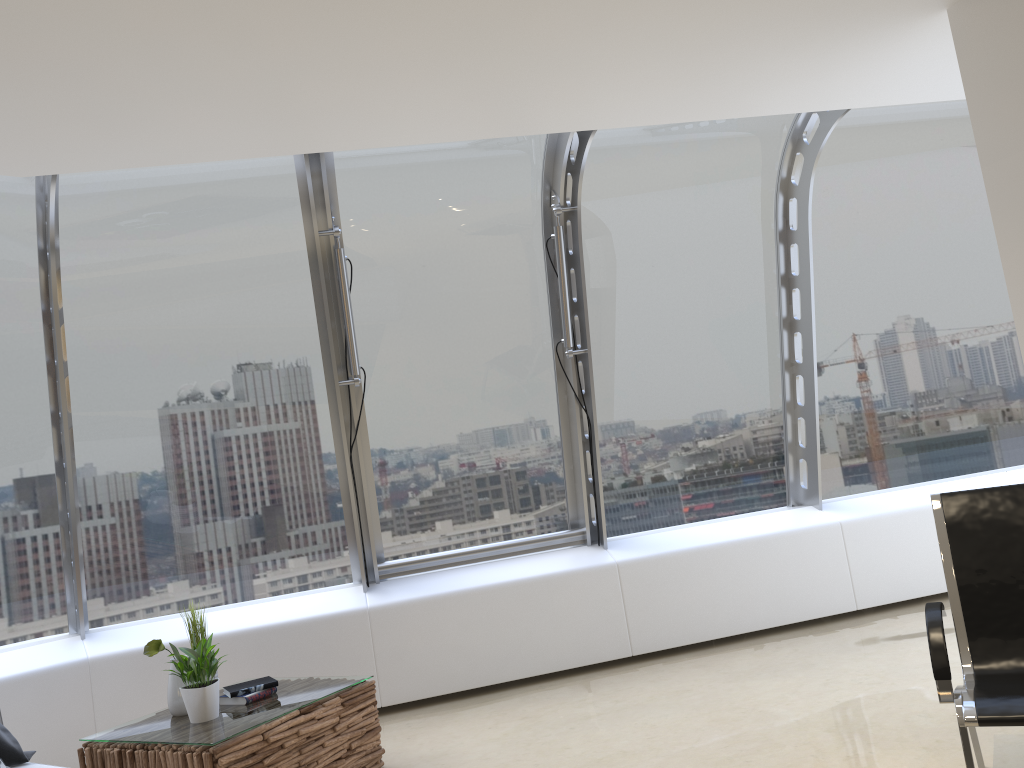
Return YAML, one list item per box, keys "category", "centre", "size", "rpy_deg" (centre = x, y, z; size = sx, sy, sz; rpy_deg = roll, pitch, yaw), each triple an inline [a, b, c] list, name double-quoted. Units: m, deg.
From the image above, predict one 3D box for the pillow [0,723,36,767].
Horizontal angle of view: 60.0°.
- category: "pillow"
  centre: [-2.417, 1.289, 3.289]
  size: [0.510, 0.597, 1.070]
  rpy_deg: [-13, -7, 36]

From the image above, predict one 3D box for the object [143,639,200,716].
- category: "object"
  centre: [-1.547, 1.325, 4.023]
  size: [0.152, 0.370, 0.297]
  rpy_deg: [-11, -6, 20]

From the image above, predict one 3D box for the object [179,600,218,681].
- category: "object"
  centre: [-1.508, 1.272, 4.262]
  size: [0.150, 0.511, 0.153]
  rpy_deg: [-13, -7, 34]

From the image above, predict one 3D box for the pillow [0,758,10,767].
- category: "pillow"
  centre: [-2.158, 1.250, 3.134]
  size: [0.431, 0.528, 0.683]
  rpy_deg: [-12, -7, 30]

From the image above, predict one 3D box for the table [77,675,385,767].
- category: "table"
  centre: [-1.240, 1.685, 4.031]
  size: [0.923, 0.436, 1.007]
  rpy_deg: [-12, -7, 31]

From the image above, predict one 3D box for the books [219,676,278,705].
- category: "books"
  centre: [-1.231, 1.445, 4.164]
  size: [0.265, 0.063, 0.246]
  rpy_deg: [-5, -7, -37]

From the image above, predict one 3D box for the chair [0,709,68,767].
- category: "chair"
  centre: [-1.872, 1.528, 2.866]
  size: [2.068, 0.690, 1.176]
  rpy_deg: [-13, -7, 36]

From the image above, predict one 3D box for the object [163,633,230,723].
- category: "object"
  centre: [-1.376, 1.288, 3.894]
  size: [0.284, 0.369, 0.215]
  rpy_deg: [-10, -6, 9]

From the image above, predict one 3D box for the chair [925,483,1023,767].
- category: "chair"
  centre: [1.688, 0.817, 2.671]
  size: [0.752, 0.972, 0.943]
  rpy_deg: [-12, -6, 25]
